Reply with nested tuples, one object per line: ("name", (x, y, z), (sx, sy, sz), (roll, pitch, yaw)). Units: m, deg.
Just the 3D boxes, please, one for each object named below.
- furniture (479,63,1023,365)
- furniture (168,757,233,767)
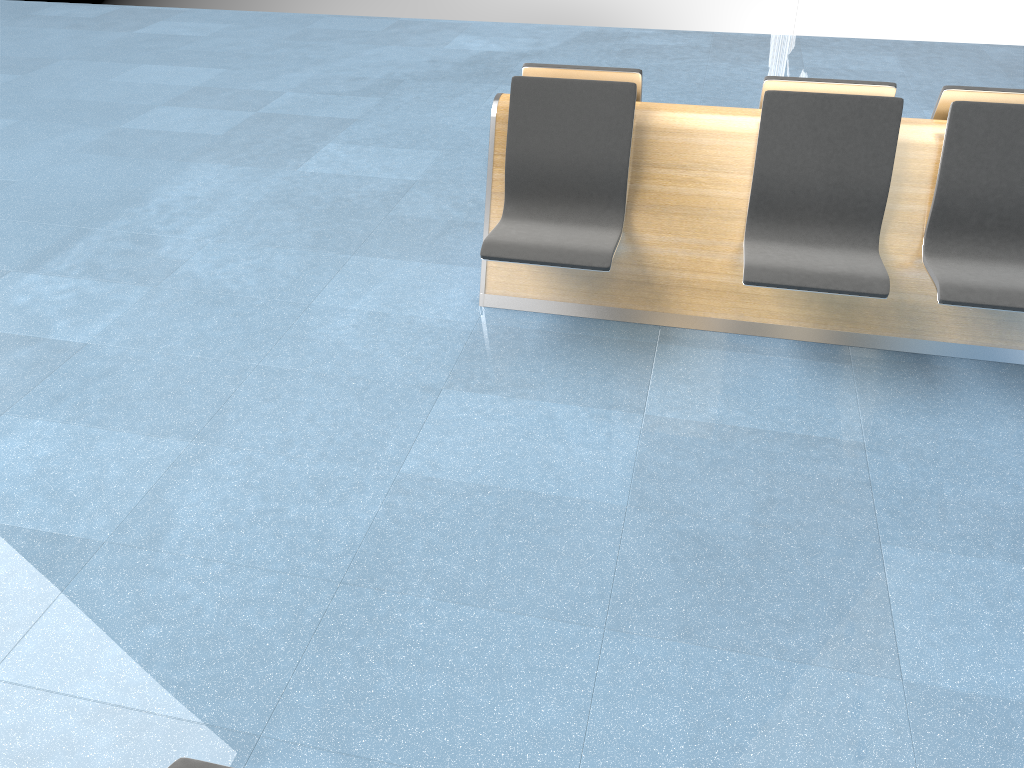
("furniture", (1.049, -0.765, 3.606), (2.281, 0.896, 1.301), (7, 35, 11))
("furniture", (0.280, 1.099, 0.843), (2.281, 0.896, 1.301), (7, 35, 11))
